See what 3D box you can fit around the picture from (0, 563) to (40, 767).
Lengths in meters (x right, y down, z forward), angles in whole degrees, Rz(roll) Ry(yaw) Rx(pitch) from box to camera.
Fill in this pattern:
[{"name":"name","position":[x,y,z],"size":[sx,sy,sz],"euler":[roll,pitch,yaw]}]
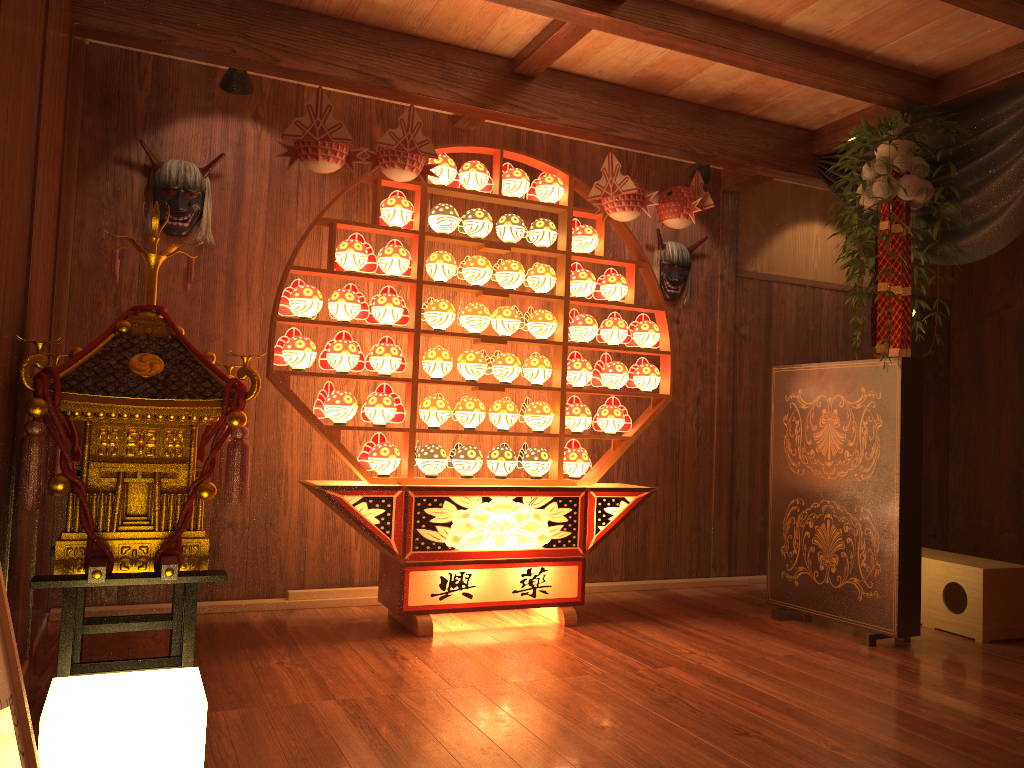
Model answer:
[{"name":"picture","position":[-0.748,0.511,1.253],"size":[0.219,0.788,0.392],"euler":[3,-3,-19]}]

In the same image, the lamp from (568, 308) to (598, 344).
[{"name":"lamp","position":[0.361,-0.285,4.351],"size":[0.196,0.187,0.151],"euler":[5,-4,-44]}]

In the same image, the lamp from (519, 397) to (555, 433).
[{"name":"lamp","position":[0.136,0.148,4.227],"size":[0.152,0.173,0.144],"euler":[0,-4,31]}]

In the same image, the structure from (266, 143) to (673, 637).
[{"name":"structure","position":[-0.109,-0.014,4.117],"size":[2.015,2.195,0.477],"euler":[4,-4,-25]}]

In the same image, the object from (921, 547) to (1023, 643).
[{"name":"object","position":[2.056,1.028,4.614],"size":[0.333,0.330,1.261],"euler":[3,-3,-19]}]

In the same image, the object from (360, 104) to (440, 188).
[{"name":"object","position":[-0.467,-0.997,3.722],"size":[0.357,0.306,0.209],"euler":[4,-4,-25]}]

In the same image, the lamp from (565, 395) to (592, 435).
[{"name":"lamp","position":[0.324,0.150,4.315],"size":[0.189,0.194,0.154],"euler":[3,-3,-15]}]

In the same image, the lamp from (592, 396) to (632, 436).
[{"name":"lamp","position":[0.491,0.157,4.397],"size":[0.198,0.200,0.159],"euler":[2,-3,10]}]

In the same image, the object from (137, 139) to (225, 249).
[{"name":"object","position":[-1.514,-0.846,4.035],"size":[0.373,0.453,0.134],"euler":[4,-4,-25]}]

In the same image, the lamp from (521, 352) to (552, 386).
[{"name":"lamp","position":[0.124,-0.073,4.228],"size":[0.141,0.173,0.155],"euler":[3,-3,-9]}]

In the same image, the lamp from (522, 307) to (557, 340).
[{"name":"lamp","position":[0.152,-0.291,4.253],"size":[0.152,0.173,0.144],"euler":[0,-4,36]}]

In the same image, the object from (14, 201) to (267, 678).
[{"name":"object","position":[-1.104,0.209,2.626],"size":[0.624,1.515,0.787],"euler":[4,-4,-24]}]

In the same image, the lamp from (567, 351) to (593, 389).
[{"name":"lamp","position":[0.330,-0.071,4.326],"size":[0.193,0.195,0.154],"euler":[3,-3,-15]}]

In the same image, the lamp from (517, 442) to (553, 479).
[{"name":"lamp","position":[0.127,0.367,4.217],"size":[0.152,0.173,0.144],"euler":[0,-4,31]}]

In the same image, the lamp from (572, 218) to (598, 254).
[{"name":"lamp","position":[0.364,-0.732,4.369],"size":[0.207,0.200,0.152],"euler":[5,-4,-39]}]

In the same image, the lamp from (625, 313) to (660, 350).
[{"name":"lamp","position":[0.688,-0.271,4.507],"size":[0.203,0.200,0.155],"euler":[3,-3,-10]}]

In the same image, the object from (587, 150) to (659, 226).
[{"name":"object","position":[0.529,-0.922,4.194],"size":[0.352,0.314,0.249],"euler":[-1,-4,43]}]

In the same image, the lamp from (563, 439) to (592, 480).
[{"name":"lamp","position":[0.311,0.366,4.305],"size":[0.197,0.197,0.155],"euler":[3,-3,-10]}]

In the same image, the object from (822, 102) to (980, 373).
[{"name":"object","position":[1.731,-0.658,3.985],"size":[0.588,1.260,0.687],"euler":[5,-4,-35]}]

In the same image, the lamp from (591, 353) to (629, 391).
[{"name":"lamp","position":[0.521,-0.062,4.419],"size":[0.207,0.200,0.152],"euler":[5,-4,-39]}]

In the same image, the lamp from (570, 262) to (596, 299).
[{"name":"lamp","position":[0.350,-0.513,4.352],"size":[0.206,0.200,0.153],"euler":[4,-4,-25]}]

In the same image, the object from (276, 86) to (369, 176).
[{"name":"object","position":[-0.766,-1.007,3.572],"size":[0.365,0.311,0.238],"euler":[2,-3,0]}]

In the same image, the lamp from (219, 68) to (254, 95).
[{"name":"lamp","position":[-1.150,-1.303,3.740],"size":[0.140,0.176,0.169],"euler":[5,-4,-39]}]

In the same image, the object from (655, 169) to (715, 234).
[{"name":"object","position":[0.818,-0.916,4.334],"size":[0.234,0.318,0.356],"euler":[4,-4,-29]}]

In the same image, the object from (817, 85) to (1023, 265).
[{"name":"object","position":[1.950,-0.910,4.072],"size":[0.098,0.751,1.461],"euler":[4,-4,-23]}]

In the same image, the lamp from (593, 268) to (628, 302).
[{"name":"lamp","position":[0.514,-0.500,4.432],"size":[0.192,0.195,0.155],"euler":[3,-3,-10]}]

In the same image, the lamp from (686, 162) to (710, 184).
[{"name":"lamp","position":[1.013,-1.166,4.776],"size":[0.136,0.177,0.173],"euler":[2,-3,-4]}]

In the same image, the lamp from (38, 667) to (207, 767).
[{"name":"lamp","position":[-0.781,0.773,1.771],"size":[0.288,0.315,0.273],"euler":[4,-4,-24]}]

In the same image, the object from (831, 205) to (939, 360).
[{"name":"object","position":[2.059,-0.591,4.983],"size":[0.769,1.260,0.522],"euler":[5,-4,-39]}]

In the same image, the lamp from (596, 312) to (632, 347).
[{"name":"lamp","position":[0.511,-0.278,4.425],"size":[0.180,0.191,0.158],"euler":[2,-3,5]}]

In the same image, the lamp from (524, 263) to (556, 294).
[{"name":"lamp","position":[0.147,-0.512,4.255],"size":[0.143,0.173,0.153],"euler":[3,-3,-19]}]

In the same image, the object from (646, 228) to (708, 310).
[{"name":"object","position":[0.974,-0.661,5.224],"size":[0.373,0.453,0.134],"euler":[4,-4,-25]}]

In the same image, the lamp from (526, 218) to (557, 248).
[{"name":"lamp","position":[0.151,-0.733,4.266],"size":[0.141,0.173,0.155],"euler":[3,-3,-9]}]

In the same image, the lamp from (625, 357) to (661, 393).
[{"name":"lamp","position":[0.689,-0.047,4.498],"size":[0.186,0.192,0.154],"euler":[3,-3,-15]}]

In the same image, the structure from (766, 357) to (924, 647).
[{"name":"structure","position":[1.546,0.524,4.164],"size":[0.279,1.250,0.777],"euler":[4,-4,-28]}]
